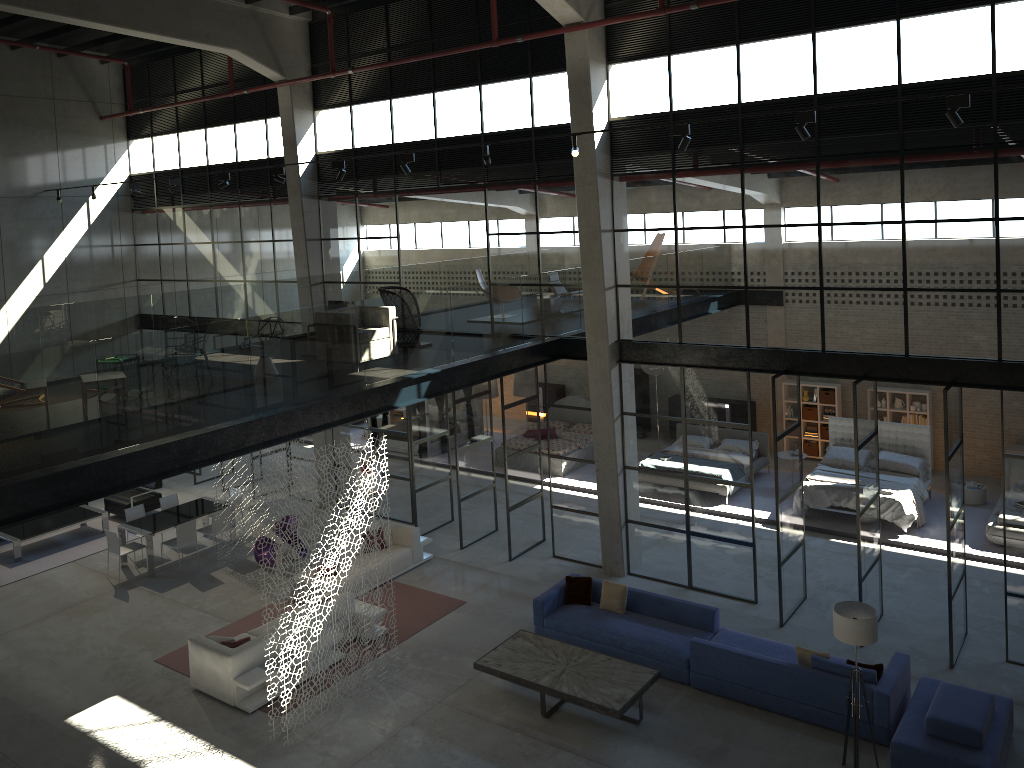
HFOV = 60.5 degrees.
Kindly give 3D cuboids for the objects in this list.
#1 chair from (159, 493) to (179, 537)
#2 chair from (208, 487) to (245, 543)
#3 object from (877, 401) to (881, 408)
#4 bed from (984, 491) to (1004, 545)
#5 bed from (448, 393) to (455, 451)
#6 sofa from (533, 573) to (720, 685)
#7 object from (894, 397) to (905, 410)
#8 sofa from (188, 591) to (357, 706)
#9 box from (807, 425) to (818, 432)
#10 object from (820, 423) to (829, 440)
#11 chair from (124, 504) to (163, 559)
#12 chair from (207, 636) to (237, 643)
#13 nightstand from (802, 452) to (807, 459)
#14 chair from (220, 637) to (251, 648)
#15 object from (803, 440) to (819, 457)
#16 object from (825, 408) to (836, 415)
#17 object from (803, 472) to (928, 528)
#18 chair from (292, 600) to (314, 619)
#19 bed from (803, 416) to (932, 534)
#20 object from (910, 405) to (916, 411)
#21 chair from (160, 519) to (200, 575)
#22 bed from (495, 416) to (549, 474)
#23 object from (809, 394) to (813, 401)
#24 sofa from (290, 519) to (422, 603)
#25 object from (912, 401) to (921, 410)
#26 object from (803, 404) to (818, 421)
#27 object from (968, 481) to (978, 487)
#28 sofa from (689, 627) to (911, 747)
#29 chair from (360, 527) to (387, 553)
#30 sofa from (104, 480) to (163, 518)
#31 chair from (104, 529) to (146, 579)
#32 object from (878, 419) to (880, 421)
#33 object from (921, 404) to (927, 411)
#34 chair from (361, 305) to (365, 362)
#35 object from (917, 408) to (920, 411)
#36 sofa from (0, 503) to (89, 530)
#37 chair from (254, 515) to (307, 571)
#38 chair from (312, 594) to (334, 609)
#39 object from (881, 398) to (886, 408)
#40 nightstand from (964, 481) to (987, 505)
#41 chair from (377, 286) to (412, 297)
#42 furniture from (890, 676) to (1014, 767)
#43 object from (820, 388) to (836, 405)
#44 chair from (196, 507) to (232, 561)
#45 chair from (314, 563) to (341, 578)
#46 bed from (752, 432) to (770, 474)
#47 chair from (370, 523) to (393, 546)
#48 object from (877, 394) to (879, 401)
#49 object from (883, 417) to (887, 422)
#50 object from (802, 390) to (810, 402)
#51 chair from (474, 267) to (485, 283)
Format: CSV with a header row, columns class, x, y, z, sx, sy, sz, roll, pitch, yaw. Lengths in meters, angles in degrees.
class,x,y,z,sx,sy,sz,roll,pitch,yaw
chair,-6.354,2.592,16.673,0.546,0.863,0.424,1,6,36
chair,-5.496,2.510,16.878,0.420,0.863,0.551,1,6,36
object,7.964,0.437,19.074,0.111,0.155,0.110,-8,8,-42
bed,9.385,2.066,14.856,2.246,0.915,2.590,4,12,36
bed,-2.269,0.504,22.756,2.251,2.060,2.342,3,9,36
sofa,1.540,3.272,11.937,2.340,0.598,1.068,5,12,36
object,8.326,0.417,18.855,0.166,0.249,0.167,-4,6,-9
sofa,-3.204,3.469,11.933,0.949,0.663,2.167,3,12,36
box,6.881,1.026,20.074,0.214,0.108,0.133,4,10,36
object,7.175,1.081,19.798,0.324,0.295,0.328,3,9,36
chair,-6.765,2.722,16.108,0.546,0.863,0.424,1,6,36
chair,-3.743,3.396,11.512,0.390,0.269,0.323,-1,8,11
nightstand,5.684,1.784,17.798,0.601,0.694,0.610,-2,7,8
chair,-3.537,3.412,11.334,0.403,0.333,0.285,-4,6,-9
object,6.876,1.462,20.052,0.324,0.295,0.328,3,9,36
object,7.188,0.619,19.779,0.260,0.132,0.059,4,8,36
object,6.349,2.072,16.109,2.286,0.652,0.660,6,11,39
chair,-2.927,3.216,12.149,0.269,0.315,0.399,0,8,23
bed,6.606,1.647,16.485,2.222,1.404,2.348,3,11,35
object,8.522,0.514,18.655,0.116,0.111,0.117,3,9,39
chair,-5.840,2.810,15.434,0.546,0.863,0.424,1,6,36
bed,1.002,1.131,20.790,2.034,1.267,2.372,4,11,36
object,6.829,0.310,20.070,0.185,0.130,0.188,-3,8,0
sofa,-2.540,2.939,14.471,0.943,0.662,2.176,3,12,36
object,8.639,0.464,18.736,0.174,0.168,0.177,-2,7,4
object,6.841,0.645,20.006,0.324,0.295,0.328,3,9,36
object,8.701,1.889,16.557,0.170,0.089,0.169,-11,12,-40
sofa,3.426,3.396,10.542,2.340,0.715,1.068,5,11,36
chair,-2.345,2.652,14.876,0.412,0.332,0.258,-6,7,-21
sofa,-7.933,2.385,18.396,0.952,0.752,0.831,3,9,36
chair,-6.697,2.892,15.229,0.420,0.863,0.551,1,6,36
object,7.957,0.831,19.137,0.153,0.163,0.155,0,7,19
object,8.774,0.493,18.638,0.142,0.136,0.142,-8,9,-36
chair,-2.280,-0.684,12.879,0.805,0.825,0.995,2,9,36
object,8.613,0.547,18.590,0.065,0.063,0.066,-4,7,-6
sofa,-9.955,2.608,17.759,0.822,0.749,2.486,3,12,36
chair,-4.086,2.776,15.483,0.657,0.741,0.807,2,9,36
chair,-2.721,3.162,12.370,0.269,0.319,0.401,2,9,38
object,8.078,0.410,19.069,0.100,0.202,0.100,-5,5,-25
nightstand,8.668,2.068,16.629,0.580,0.296,0.486,3,11,32
chair,-1.876,-1.136,14.687,0.687,0.978,0.839,-2,6,6
furniture,4.684,3.627,9.303,0.951,0.549,1.558,4,12,36
object,7.144,0.276,19.752,0.324,0.295,0.328,3,9,36
chair,-5.429,2.679,15.998,0.546,0.863,0.424,1,6,36
chair,-2.936,2.939,13.934,0.415,0.107,0.412,-4,11,-7
bed,4.019,1.623,18.588,2.261,0.860,2.428,5,13,36
chair,-2.245,2.611,15.054,0.382,0.334,0.256,-6,7,-20
object,7.974,0.356,19.204,0.094,0.260,0.095,-3,4,-3
object,8.113,0.819,19.047,0.100,0.201,0.099,-6,6,-37
object,6.691,0.276,19.978,0.154,0.246,0.156,0,6,28
chair,-0.222,-1.900,18.067,0.980,1.019,0.797,-6,7,-25
